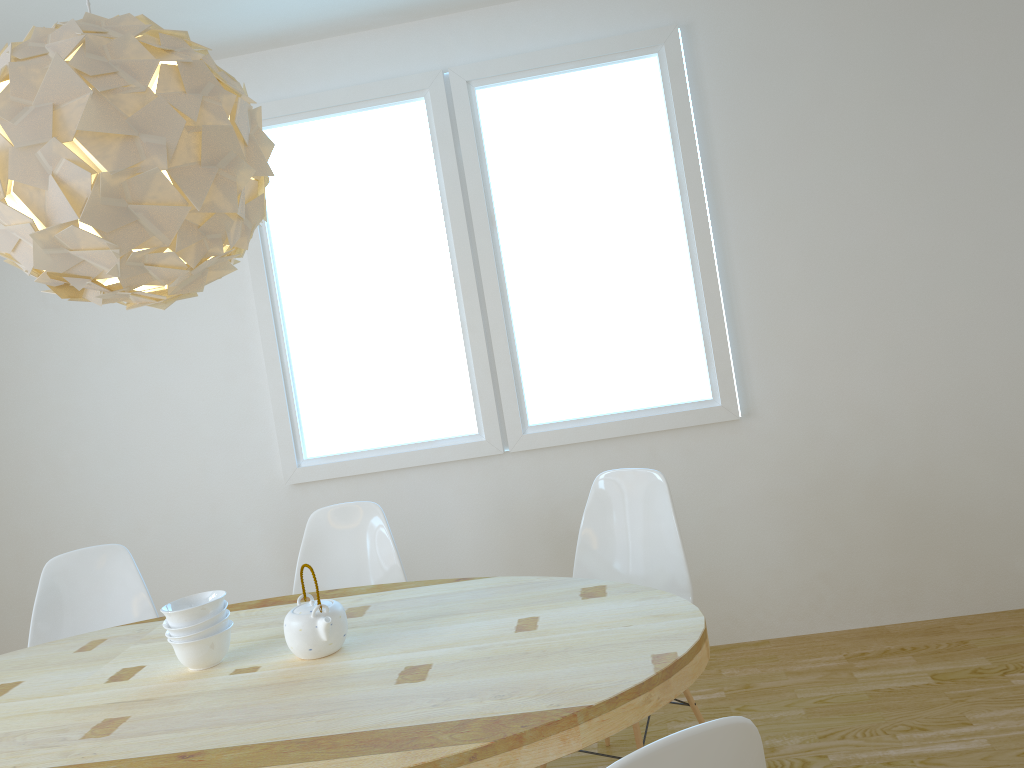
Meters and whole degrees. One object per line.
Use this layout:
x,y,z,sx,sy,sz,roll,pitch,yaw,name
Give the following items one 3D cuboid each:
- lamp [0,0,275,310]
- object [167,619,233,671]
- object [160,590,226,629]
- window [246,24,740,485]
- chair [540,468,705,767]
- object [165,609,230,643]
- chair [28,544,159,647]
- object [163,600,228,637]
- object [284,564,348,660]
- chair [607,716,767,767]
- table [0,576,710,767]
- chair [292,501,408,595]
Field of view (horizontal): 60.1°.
-0.897,-0.717,1.964,0.638,1.134,0.648,-9,1,5,lamp
-0.744,0.635,2.135,0.151,0.082,0.153,-6,5,45,object
-0.760,0.561,2.131,0.151,0.087,0.153,-7,4,34,object
-0.224,-0.157,2.404,1.878,2.051,2.557,-9,3,6,window
0.299,0.753,2.633,0.428,0.901,0.526,-8,2,36,chair
-0.750,0.613,2.132,0.151,0.093,0.152,-6,4,45,object
-1.280,0.999,2.738,0.431,0.901,0.522,-10,1,-19,chair
-0.755,0.589,2.129,0.151,0.095,0.151,-8,3,23,object
-0.472,0.530,2.079,0.147,0.211,0.178,-9,2,5,object
0.161,0.871,1.311,0.431,0.901,0.522,-10,2,-24,chair
-0.599,1.028,2.037,2.188,0.724,1.197,-9,3,4,table
-0.528,0.875,2.784,0.429,0.901,0.524,-9,1,6,chair
